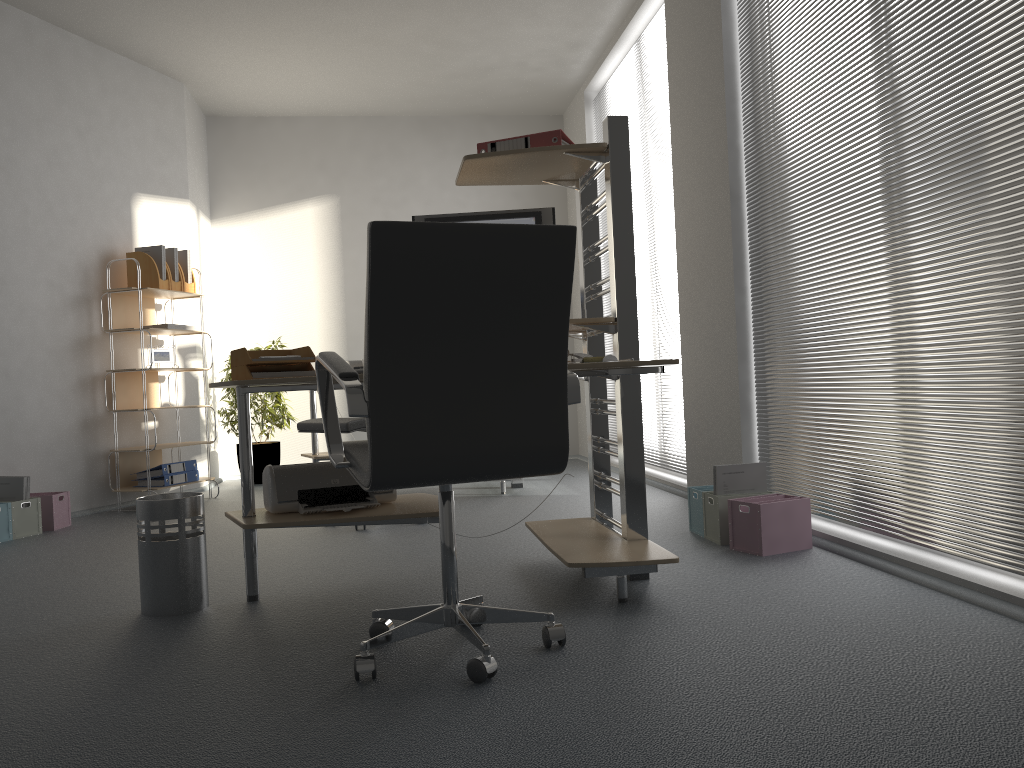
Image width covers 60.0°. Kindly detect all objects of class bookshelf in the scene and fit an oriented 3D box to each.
[{"bbox_3d":[-2.286,0.005,5.781,0.381,1.572,0.724,-3,0,19],"label":"bookshelf"}]

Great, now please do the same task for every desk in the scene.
[{"bbox_3d":[-0.307,-0.086,2.947,1.469,1.566,0.967,-3,0,-8],"label":"desk"},{"bbox_3d":[-0.698,-0.072,5.714,1.469,1.566,0.967,-3,0,-8],"label":"desk"}]

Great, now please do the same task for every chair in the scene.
[{"bbox_3d":[-0.170,0.167,2.271,0.584,1.048,0.652,-3,0,-22],"label":"chair"},{"bbox_3d":[-0.703,0.189,4.596,0.652,1.048,0.584,-3,0,-42],"label":"chair"}]

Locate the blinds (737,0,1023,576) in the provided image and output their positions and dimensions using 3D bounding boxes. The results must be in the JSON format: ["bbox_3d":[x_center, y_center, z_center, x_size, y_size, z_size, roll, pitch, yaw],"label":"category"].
[{"bbox_3d":[1.240,-0.854,3.173,0.022,2.770,1.950,-3,0,-8],"label":"blinds"}]

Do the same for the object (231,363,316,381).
[{"bbox_3d":[-0.840,-0.042,3.119,0.225,0.060,0.309,-3,0,-29],"label":"object"}]

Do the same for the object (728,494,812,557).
[{"bbox_3d":[0.989,0.542,3.408,0.245,0.202,0.185,-3,0,-26],"label":"object"}]

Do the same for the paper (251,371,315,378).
[{"bbox_3d":[-0.838,-0.029,3.118,0.210,0.019,0.297,-3,0,-29],"label":"paper"}]

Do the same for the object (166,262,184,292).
[{"bbox_3d":[-2.304,-0.722,5.835,0.243,0.259,0.113,-3,0,20],"label":"object"}]

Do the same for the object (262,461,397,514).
[{"bbox_3d":[-0.610,0.347,3.047,0.438,0.162,0.351,-3,0,-24],"label":"object"}]

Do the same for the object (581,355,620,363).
[{"bbox_3d":[0.281,-0.079,2.848,0.132,0.026,0.132,-3,0,-8],"label":"object"}]

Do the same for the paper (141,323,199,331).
[{"bbox_3d":[-2.259,-0.364,5.866,0.213,0.046,0.297,-3,0,19],"label":"paper"}]

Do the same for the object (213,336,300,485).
[{"bbox_3d":[-1.953,0.204,6.886,0.544,1.147,0.644,-3,0,21],"label":"object"}]

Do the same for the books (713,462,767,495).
[{"bbox_3d":[0.929,0.474,3.612,0.220,0.306,0.068,-3,0,-8],"label":"books"}]

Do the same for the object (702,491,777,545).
[{"bbox_3d":[0.931,0.545,3.627,0.245,0.202,0.185,-3,0,-8],"label":"object"}]

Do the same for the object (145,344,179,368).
[{"bbox_3d":[-2.277,-0.177,5.765,0.077,0.161,0.192,-3,0,38],"label":"object"}]

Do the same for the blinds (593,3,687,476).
[{"bbox_3d":[0.846,-0.840,5.947,0.037,2.749,1.950,-3,0,-8],"label":"blinds"}]

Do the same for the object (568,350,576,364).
[{"bbox_3d":[0.152,-0.091,3.104,0.159,0.064,0.054,-3,0,-41],"label":"object"}]

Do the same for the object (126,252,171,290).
[{"bbox_3d":[-2.343,-0.720,5.717,0.243,0.259,0.113,-3,0,17],"label":"object"}]

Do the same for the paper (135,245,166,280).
[{"bbox_3d":[-2.339,-0.740,5.737,0.213,0.297,0.045,-3,0,17],"label":"paper"}]

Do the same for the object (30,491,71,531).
[{"bbox_3d":[-2.610,0.711,4.908,0.245,0.202,0.185,-3,0,1],"label":"object"}]

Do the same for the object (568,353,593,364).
[{"bbox_3d":[0.236,-0.084,3.040,0.022,0.042,0.134,-3,0,34],"label":"object"}]

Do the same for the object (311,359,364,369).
[{"bbox_3d":[-1.187,-0.080,5.888,0.438,0.162,0.351,-3,0,-16],"label":"object"}]

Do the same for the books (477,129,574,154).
[{"bbox_3d":[0.075,-0.835,3.221,0.320,0.072,0.262,-3,0,24],"label":"books"}]

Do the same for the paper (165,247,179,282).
[{"bbox_3d":[-2.300,-0.742,5.855,0.213,0.297,0.045,-3,0,20],"label":"paper"}]

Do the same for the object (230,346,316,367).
[{"bbox_3d":[-0.842,-0.098,3.119,0.225,0.060,0.309,-3,0,-29],"label":"object"}]

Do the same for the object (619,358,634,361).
[{"bbox_3d":[0.363,-0.075,2.862,0.011,0.011,0.158,-3,0,-11],"label":"object"}]

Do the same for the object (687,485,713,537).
[{"bbox_3d":[0.905,0.545,3.810,0.245,0.202,0.185,-3,0,-8],"label":"object"}]

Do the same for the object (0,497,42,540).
[{"bbox_3d":[-2.656,0.714,4.686,0.245,0.202,0.185,-3,0,19],"label":"object"}]

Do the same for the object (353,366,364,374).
[{"bbox_3d":[-0.269,-0.027,3.071,0.478,0.082,0.814,-3,0,0],"label":"object"}]

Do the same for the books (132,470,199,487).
[{"bbox_3d":[-2.249,0.613,5.765,0.262,0.072,0.320,-3,0,20],"label":"books"}]

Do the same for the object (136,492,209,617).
[{"bbox_3d":[-1.108,0.554,2.898,0.208,0.377,0.208,-3,0,36],"label":"object"}]

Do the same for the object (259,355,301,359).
[{"bbox_3d":[-0.793,-0.092,3.029,0.159,0.009,0.008,-3,0,-44],"label":"object"}]

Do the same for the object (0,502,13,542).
[{"bbox_3d":[-2.715,0.717,4.510,0.245,0.202,0.185,-3,0,19],"label":"object"}]

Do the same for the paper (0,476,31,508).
[{"bbox_3d":[-2.654,0.643,4.700,0.220,0.306,0.068,-3,0,19],"label":"paper"}]

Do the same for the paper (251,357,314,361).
[{"bbox_3d":[-0.841,-0.081,3.118,0.210,0.010,0.297,-3,0,-29],"label":"paper"}]

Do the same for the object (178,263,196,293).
[{"bbox_3d":[-2.258,-0.725,5.951,0.243,0.259,0.113,-3,0,22],"label":"object"}]

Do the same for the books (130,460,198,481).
[{"bbox_3d":[-2.260,0.558,5.768,0.263,0.100,0.320,-3,0,20],"label":"books"}]

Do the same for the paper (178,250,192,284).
[{"bbox_3d":[-2.252,-0.745,5.970,0.213,0.297,0.045,-3,0,22],"label":"paper"}]

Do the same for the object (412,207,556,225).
[{"bbox_3d":[-0.080,-0.416,3.275,0.516,0.418,0.245,-3,0,14],"label":"object"}]
